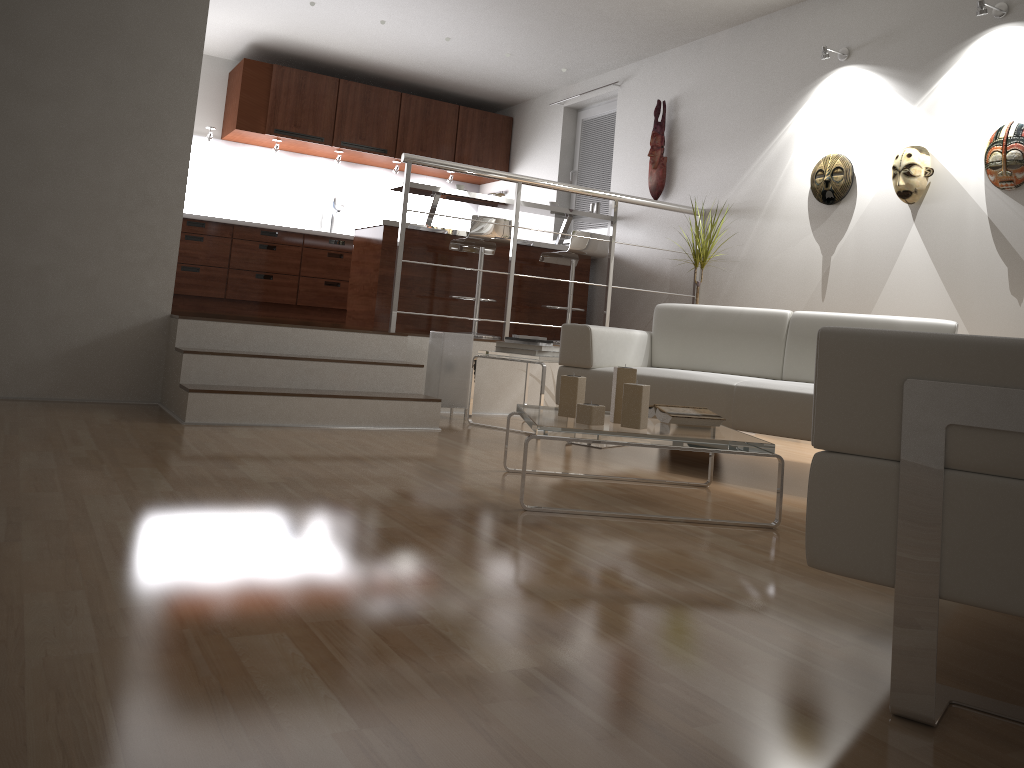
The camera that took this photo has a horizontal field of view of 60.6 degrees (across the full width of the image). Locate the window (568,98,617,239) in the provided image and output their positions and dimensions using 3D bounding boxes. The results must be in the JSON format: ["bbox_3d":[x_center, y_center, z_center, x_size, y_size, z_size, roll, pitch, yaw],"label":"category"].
[{"bbox_3d":[0.770,-1.889,7.773,0.141,1.281,0.842,8,-4,-30],"label":"window"}]

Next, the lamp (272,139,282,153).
[{"bbox_3d":[-2.120,-2.140,7.881,0.080,0.126,0.079,4,-3,10],"label":"lamp"}]

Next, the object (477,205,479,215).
[{"bbox_3d":[-0.373,-1.793,9.272,0.033,0.387,0.064,8,-6,-30],"label":"object"}]

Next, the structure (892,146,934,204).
[{"bbox_3d":[2.152,-1.148,4.775,0.129,0.332,0.243,7,-3,-29],"label":"structure"}]

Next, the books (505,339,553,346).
[{"bbox_3d":[0.092,-0.225,4.778,0.217,0.014,0.150,7,4,30],"label":"books"}]

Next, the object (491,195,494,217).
[{"bbox_3d":[-0.201,-1.771,9.024,0.043,0.369,0.090,8,-6,-30],"label":"object"}]

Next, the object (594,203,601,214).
[{"bbox_3d":[0.712,-1.453,7.295,0.052,0.113,0.052,1,-5,44],"label":"object"}]

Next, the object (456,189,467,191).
[{"bbox_3d":[-0.407,-1.455,6.598,0.129,0.008,0.140,3,4,-27],"label":"object"}]

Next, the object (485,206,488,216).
[{"bbox_3d":[-0.274,-1.776,9.111,0.020,0.382,0.106,8,-6,-30],"label":"object"}]

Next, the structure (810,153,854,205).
[{"bbox_3d":[1.905,-1.238,5.272,0.068,0.319,0.317,8,-2,-30],"label":"structure"}]

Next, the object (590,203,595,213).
[{"bbox_3d":[0.678,-1.458,7.342,0.052,0.111,0.052,1,-5,44],"label":"object"}]

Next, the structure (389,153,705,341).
[{"bbox_3d":[0.318,-0.780,5.666,2.306,1.063,0.057,4,-4,-29],"label":"structure"}]

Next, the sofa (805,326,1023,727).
[{"bbox_3d":[1.357,0.158,1.885,0.910,0.746,1.766,5,2,35],"label":"sofa"}]

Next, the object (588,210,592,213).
[{"bbox_3d":[0.652,-1.424,7.281,0.051,0.046,0.050,5,-1,18],"label":"object"}]

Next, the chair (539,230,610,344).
[{"bbox_3d":[0.459,-0.729,6.696,0.383,0.858,0.425,8,-5,-34],"label":"chair"}]

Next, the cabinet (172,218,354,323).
[{"bbox_3d":[-1.803,-0.997,8.189,3.478,0.808,0.681,3,-1,-29],"label":"cabinet"}]

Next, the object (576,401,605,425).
[{"bbox_3d":[0.250,0.090,2.779,0.066,0.075,0.067,6,-2,-45],"label":"object"}]

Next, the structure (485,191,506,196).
[{"bbox_3d":[-0.217,-1.967,9.124,0.048,0.034,0.599,5,3,-30],"label":"structure"}]

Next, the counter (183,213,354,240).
[{"bbox_3d":[-2.376,-1.412,7.886,2.087,0.040,0.683,3,4,-29],"label":"counter"}]

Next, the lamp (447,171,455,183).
[{"bbox_3d":[-0.614,-2.061,8.726,0.080,0.126,0.079,4,-3,10],"label":"lamp"}]

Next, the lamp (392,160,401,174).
[{"bbox_3d":[-1.116,-2.087,8.444,0.080,0.126,0.079,4,-3,10],"label":"lamp"}]

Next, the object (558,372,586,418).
[{"bbox_3d":[0.204,0.036,2.970,0.067,0.152,0.066,3,-5,30],"label":"object"}]

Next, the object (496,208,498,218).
[{"bbox_3d":[-0.160,-1.751,8.905,0.023,0.386,0.071,8,-6,-30],"label":"object"}]

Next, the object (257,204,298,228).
[{"bbox_3d":[-2.206,-1.562,8.240,0.367,0.243,0.156,5,-2,-29],"label":"object"}]

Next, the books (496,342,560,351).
[{"bbox_3d":[0.090,-0.204,4.776,0.289,0.027,0.225,7,4,30],"label":"books"}]

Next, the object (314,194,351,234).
[{"bbox_3d":[-1.713,-1.614,8.468,0.327,0.410,0.163,6,-4,-29],"label":"object"}]

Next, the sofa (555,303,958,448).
[{"bbox_3d":[1.192,0.008,4.052,1.791,0.747,0.897,7,1,35],"label":"sofa"}]

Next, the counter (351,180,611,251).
[{"bbox_3d":[-0.149,-1.301,7.132,2.087,0.321,0.841,3,3,-29],"label":"counter"}]

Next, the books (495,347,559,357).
[{"bbox_3d":[0.088,-0.177,4.773,0.289,0.027,0.225,8,4,40],"label":"books"}]

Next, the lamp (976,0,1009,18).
[{"bbox_3d":[2.425,-1.905,4.443,0.189,0.109,0.080,4,-2,-29],"label":"lamp"}]

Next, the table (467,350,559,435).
[{"bbox_3d":[0.120,0.038,4.831,0.466,0.404,0.545,5,0,35],"label":"table"}]

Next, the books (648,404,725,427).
[{"bbox_3d":[0.603,0.107,3.136,0.203,0.056,0.292,4,3,-15],"label":"books"}]

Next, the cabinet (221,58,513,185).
[{"bbox_3d":[-1.341,-2.495,8.538,2.698,0.643,0.651,3,0,-29],"label":"cabinet"}]

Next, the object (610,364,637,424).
[{"bbox_3d":[0.370,0.031,2.906,0.067,0.199,0.066,5,-5,-5],"label":"object"}]

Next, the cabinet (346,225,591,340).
[{"bbox_3d":[-0.327,-0.774,7.089,1.834,0.759,0.633,4,-1,-29],"label":"cabinet"}]

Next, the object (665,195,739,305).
[{"bbox_3d":[1.139,-0.448,5.406,0.500,1.491,0.437,6,-5,-17],"label":"object"}]

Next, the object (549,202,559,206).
[{"bbox_3d":[0.335,-1.442,7.055,0.079,0.046,0.066,5,1,7],"label":"object"}]

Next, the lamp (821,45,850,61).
[{"bbox_3d":[1.942,-2.000,5.293,0.189,0.109,0.080,4,-2,-29],"label":"lamp"}]

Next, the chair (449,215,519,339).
[{"bbox_3d":[-0.229,-0.765,6.310,0.385,0.858,0.424,7,-4,-25],"label":"chair"}]

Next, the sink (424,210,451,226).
[{"bbox_3d":[-0.586,-1.460,8.913,0.667,0.585,0.601,5,-1,-30],"label":"sink"}]

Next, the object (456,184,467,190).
[{"bbox_3d":[-0.389,-1.477,6.604,0.079,0.046,0.066,5,1,15],"label":"object"}]

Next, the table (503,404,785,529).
[{"bbox_3d":[0.398,0.254,2.966,0.793,0.251,0.699,5,3,-5],"label":"table"}]

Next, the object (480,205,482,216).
[{"bbox_3d":[-0.328,-1.788,9.219,0.007,0.382,0.033,8,-6,-30],"label":"object"}]

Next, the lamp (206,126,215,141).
[{"bbox_3d":[-2.622,-2.166,7.599,0.080,0.126,0.079,4,-3,10],"label":"lamp"}]

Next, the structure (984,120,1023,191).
[{"bbox_3d":[2.444,-1.137,4.333,0.074,0.358,0.264,8,-3,-30],"label":"structure"}]

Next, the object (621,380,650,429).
[{"bbox_3d":[0.394,0.063,2.788,0.067,0.153,0.066,3,-5,30],"label":"object"}]

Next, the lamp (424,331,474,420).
[{"bbox_3d":[-0.361,-0.052,4.957,0.190,0.486,0.198,7,-5,-30],"label":"lamp"}]

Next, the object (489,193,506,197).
[{"bbox_3d":[-0.103,-1.471,6.869,0.139,0.042,0.130,4,3,-28],"label":"object"}]

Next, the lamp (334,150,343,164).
[{"bbox_3d":[-1.618,-2.114,8.162,0.080,0.126,0.079,4,-3,10],"label":"lamp"}]

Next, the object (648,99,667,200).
[{"bbox_3d":[1.128,-1.794,6.728,0.151,0.799,0.148,4,-5,15],"label":"object"}]
